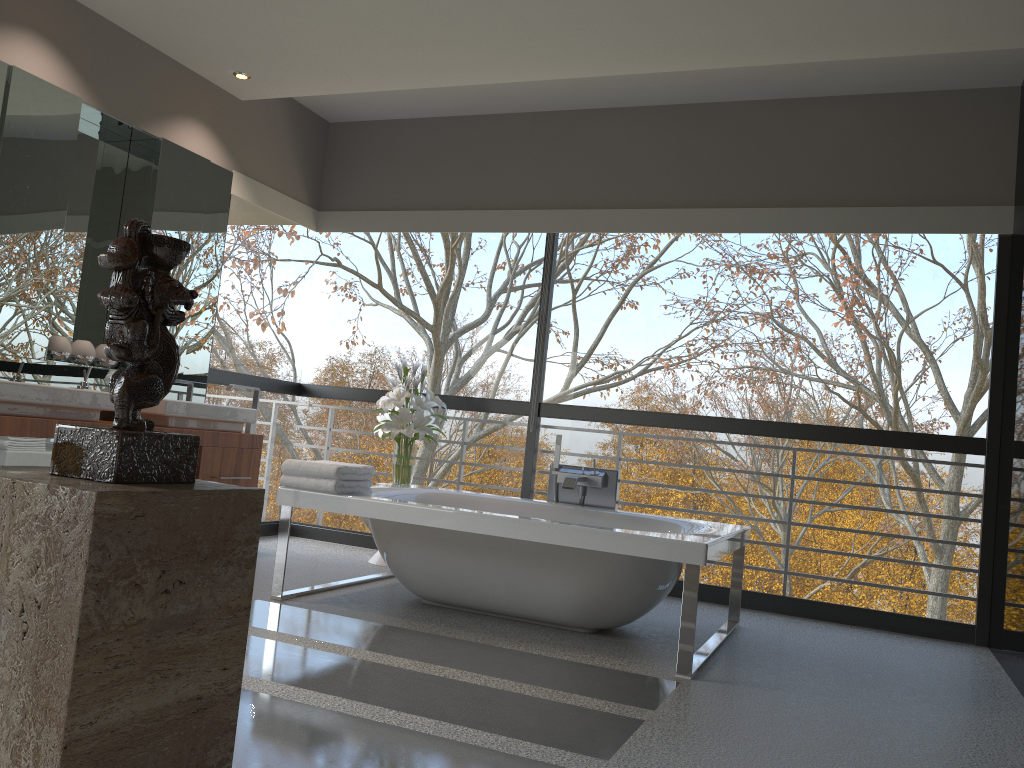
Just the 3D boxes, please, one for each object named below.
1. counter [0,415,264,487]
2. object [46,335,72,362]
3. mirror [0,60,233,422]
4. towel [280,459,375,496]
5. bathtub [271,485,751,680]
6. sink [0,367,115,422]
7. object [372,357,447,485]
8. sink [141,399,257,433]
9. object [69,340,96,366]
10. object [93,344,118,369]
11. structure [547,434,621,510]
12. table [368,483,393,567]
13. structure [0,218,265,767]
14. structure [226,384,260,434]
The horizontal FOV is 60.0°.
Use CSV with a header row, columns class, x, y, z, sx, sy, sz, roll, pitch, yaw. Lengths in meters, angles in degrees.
class,x,y,z,sx,sy,sz,roll,pitch,yaw
counter,-2.020,0.549,4.446,0.525,0.705,1.846,4,-4,22
object,-2.332,-0.180,4.548,0.136,0.131,0.136,8,-5,-25
mirror,-2.256,-0.616,4.703,0.253,1.619,1.788,4,-4,22
towel,-0.852,0.434,4.116,0.322,0.145,0.305,4,-4,25
bathtub,0.051,0.849,4.282,1.958,0.505,1.326,4,-4,22
sink,-2.210,0.013,4.027,0.352,0.266,0.749,4,-4,22
object,-0.656,0.231,5.508,0.459,0.796,0.450,9,-6,-40
sink,-1.816,0.118,5.006,0.352,0.266,0.749,4,-4,22
object,-2.275,-0.164,4.689,0.136,0.131,0.136,8,-5,-25
object,-2.216,-0.149,4.835,0.136,0.131,0.136,8,-5,-25
structure,0.334,0.727,4.838,0.402,0.885,0.330,4,-5,22
table,-0.705,0.865,5.460,0.307,0.479,0.307,5,-4,6
structure,-0.593,0.296,1.271,0.292,1.075,0.328,4,-5,22
structure,-1.668,0.504,5.348,0.069,0.989,0.303,4,-5,22
